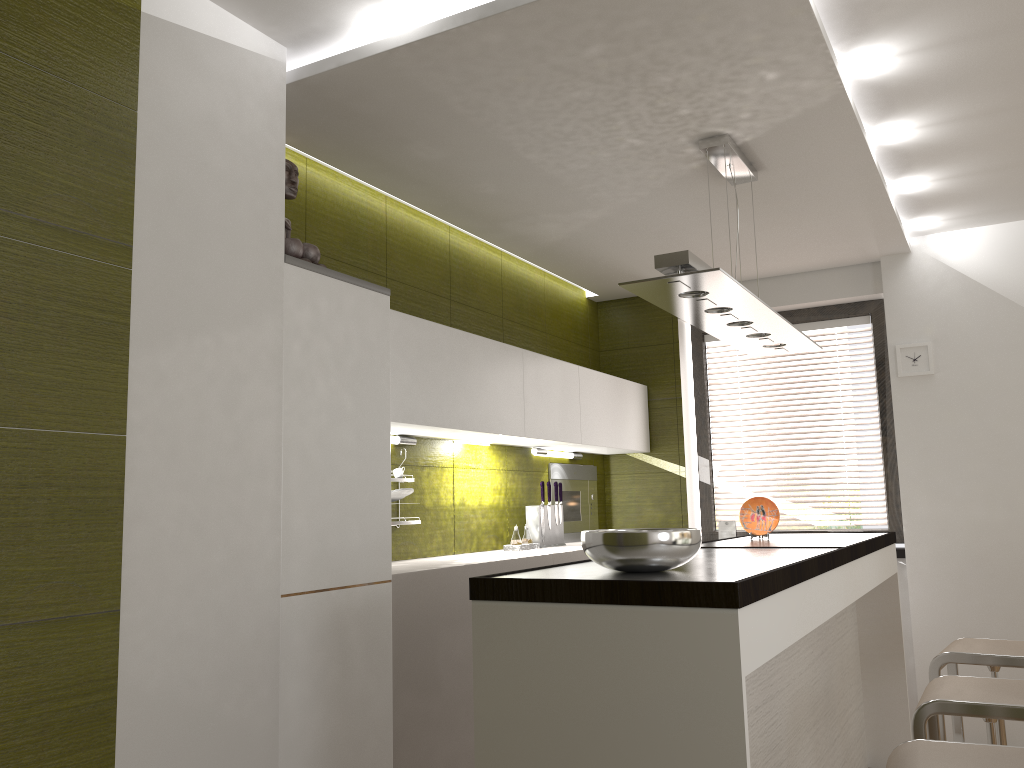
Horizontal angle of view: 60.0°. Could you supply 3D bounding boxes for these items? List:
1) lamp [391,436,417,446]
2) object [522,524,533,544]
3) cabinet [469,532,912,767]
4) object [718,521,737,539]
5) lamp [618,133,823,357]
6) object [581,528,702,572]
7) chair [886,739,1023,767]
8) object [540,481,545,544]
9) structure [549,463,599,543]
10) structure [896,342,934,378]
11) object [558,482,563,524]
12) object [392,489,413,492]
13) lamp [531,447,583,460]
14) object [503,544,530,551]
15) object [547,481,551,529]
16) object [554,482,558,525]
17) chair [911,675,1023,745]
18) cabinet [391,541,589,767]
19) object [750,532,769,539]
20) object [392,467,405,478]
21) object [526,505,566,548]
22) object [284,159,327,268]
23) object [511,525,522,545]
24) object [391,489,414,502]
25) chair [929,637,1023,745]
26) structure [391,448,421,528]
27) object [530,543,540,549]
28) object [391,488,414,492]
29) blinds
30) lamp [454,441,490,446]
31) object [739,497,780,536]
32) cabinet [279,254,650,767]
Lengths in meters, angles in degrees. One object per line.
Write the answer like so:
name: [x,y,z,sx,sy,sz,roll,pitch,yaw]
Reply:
lamp: [-0.618,0.220,3.665,0.041,0.041,0.715,-6,-9,29]
object: [0.078,0.794,4.642,0.059,0.121,0.059,-1,-8,-4]
cabinet: [0.915,1.166,3.212,0.663,1.134,2.947,-6,-9,29]
object: [1.326,0.927,5.451,0.106,0.169,0.057,-5,-9,23]
lamp: [0.877,-0.570,3.492,0.326,0.683,1.677,-6,-9,29]
object: [0.337,0.433,2.309,0.311,0.105,0.311,-9,-11,41]
chair: [1.002,1.107,1.800,0.460,0.857,0.418,-5,-9,24]
object: [0.162,0.687,4.722,0.013,0.339,0.046,-6,-9,29]
structure: [0.390,0.729,5.418,0.015,0.469,0.663,-6,-9,29]
structure: [2.231,-0.134,4.911,0.180,0.180,0.026,-6,-9,29]
object: [0.268,0.662,4.918,0.013,0.231,0.040,-6,-9,29]
object: [-0.497,0.465,3.691,0.173,0.052,0.181,-6,-9,29]
lamp: [0.271,0.410,5.190,0.095,0.041,0.716,-6,-9,28]
object: [0.023,0.832,4.509,0.107,0.032,0.107,-6,-9,29]
object: [0.200,0.659,4.796,0.013,0.264,0.042,-6,-9,29]
object: [0.243,0.658,4.874,0.013,0.243,0.036,-6,-9,29]
chair: [1.413,1.198,2.535,0.460,0.857,0.418,-6,-9,29]
cabinet: [0.112,1.368,4.339,0.465,1.086,2.940,-6,-9,29]
object: [1.138,0.644,4.070,0.088,0.131,0.072,-5,-9,24]
object: [-0.491,0.383,3.807,0.046,0.053,0.051,3,-9,-29]
object: [0.181,0.775,4.824,0.107,0.227,0.293,-6,-9,29]
object: [-0.804,-0.582,3.145,0.304,0.488,0.195,-5,-9,26]
object: [0.022,0.778,4.516,0.059,0.121,0.059,1,-8,-15]
object: [-0.496,0.468,3.690,0.173,0.052,0.181,-6,-9,29]
chair: [1.824,1.290,3.269,0.460,0.857,0.418,-7,-10,34]
structure: [-0.502,0.438,3.755,0.110,0.346,0.266,-6,-9,29]
object: [0.080,0.848,4.634,0.107,0.032,0.107,-8,-10,40]
object: [-0.498,0.462,3.692,0.173,0.052,0.181,-6,-9,29]
blinds: [0.588,-1.653,9.803,16.000,12.704,9.030,2,-9,-21]
lamp: [-0.198,0.299,4.446,0.008,0.008,0.334,-6,-9,29]
object: [1.136,0.607,4.076,0.184,0.178,0.055,-5,-9,25]
cabinet: [-0.138,0.853,4.237,0.724,2.089,3.471,-6,-9,29]
